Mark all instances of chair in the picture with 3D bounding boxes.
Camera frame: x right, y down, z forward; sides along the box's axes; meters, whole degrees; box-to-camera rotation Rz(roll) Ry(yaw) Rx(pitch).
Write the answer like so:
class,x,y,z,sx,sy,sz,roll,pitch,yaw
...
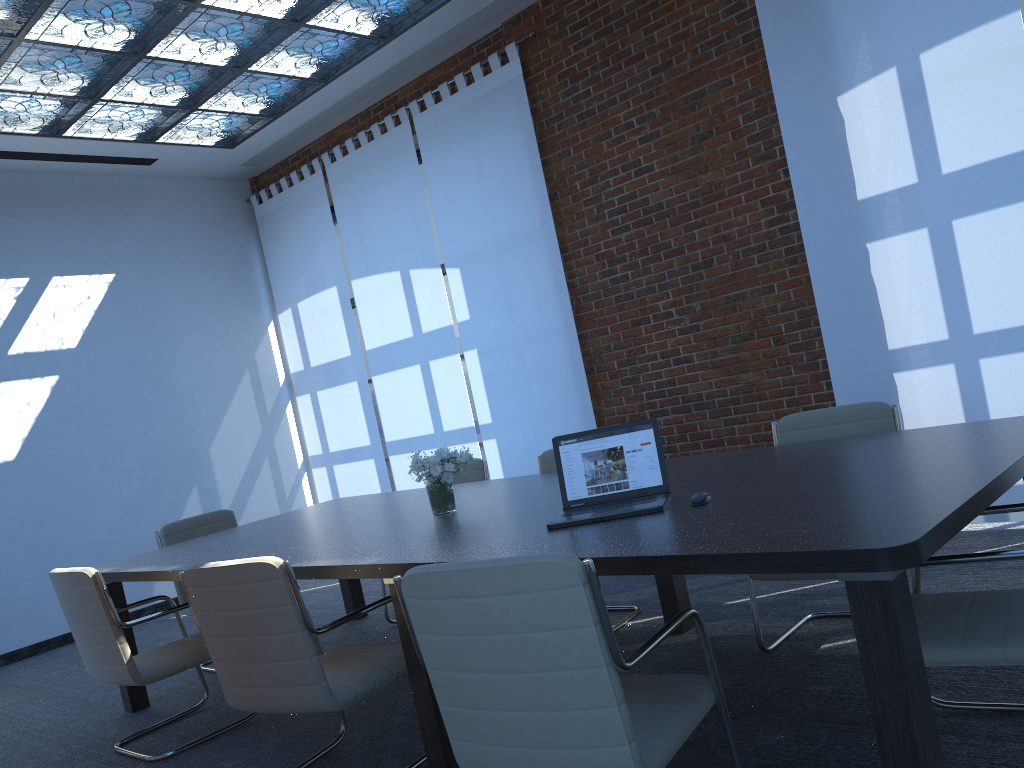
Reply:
class,x,y,z,sx,sy,sz,roll,pitch,yaw
chair,-1.697,1.238,4.244,0.562,0.924,0.703,-11,1,43
chair,-0.474,0.989,5.524,0.703,0.924,0.562,-13,1,-43
chair,-1.731,1.257,5.532,0.709,0.924,0.557,-11,1,43
chair,1.352,0.574,2.463,0.709,0.924,0.557,-11,1,32
chair,0.277,0.822,4.668,0.562,0.924,0.703,-11,1,37
chair,0.185,0.822,2.314,0.562,0.924,0.703,-11,1,32
chair,1.316,0.592,3.674,0.562,0.924,0.703,-11,1,38
chair,-0.716,1.022,3.306,0.562,0.924,0.703,-11,1,32

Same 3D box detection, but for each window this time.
class,x,y,z,sx,sy,sz,roll,pitch,yaw
window,1.560,-0.811,6.231,9.658,3.612,0.159,-12,1,43

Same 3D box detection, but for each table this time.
class,x,y,z,sx,sy,sz,roll,pitch,yaw
table,-0.127,0.960,3.999,4.521,0.810,1.801,-12,0,43

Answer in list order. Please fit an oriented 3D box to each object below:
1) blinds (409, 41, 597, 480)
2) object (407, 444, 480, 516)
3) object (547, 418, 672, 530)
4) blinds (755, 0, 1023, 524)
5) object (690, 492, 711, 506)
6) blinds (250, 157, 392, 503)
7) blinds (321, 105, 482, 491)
class,x,y,z,sx,sy,sz,roll,pitch,yaw
blinds,-0.018,-0.579,6.964,1.223,3.761,0.039,-11,2,43
object,-0.327,0.431,4.015,0.327,0.310,0.337,-12,1,-36
object,0.314,0.301,3.025,0.391,0.283,0.322,-12,1,16
blinds,2.190,-1.067,4.852,1.320,3.761,0.039,-11,2,43
object,0.600,0.365,2.829,0.059,0.034,0.100,-12,0,23
blinds,-1.839,-0.177,8.708,1.223,3.761,0.039,-11,2,43
blinds,-0.925,-0.379,7.832,1.223,3.761,0.039,-11,2,43
